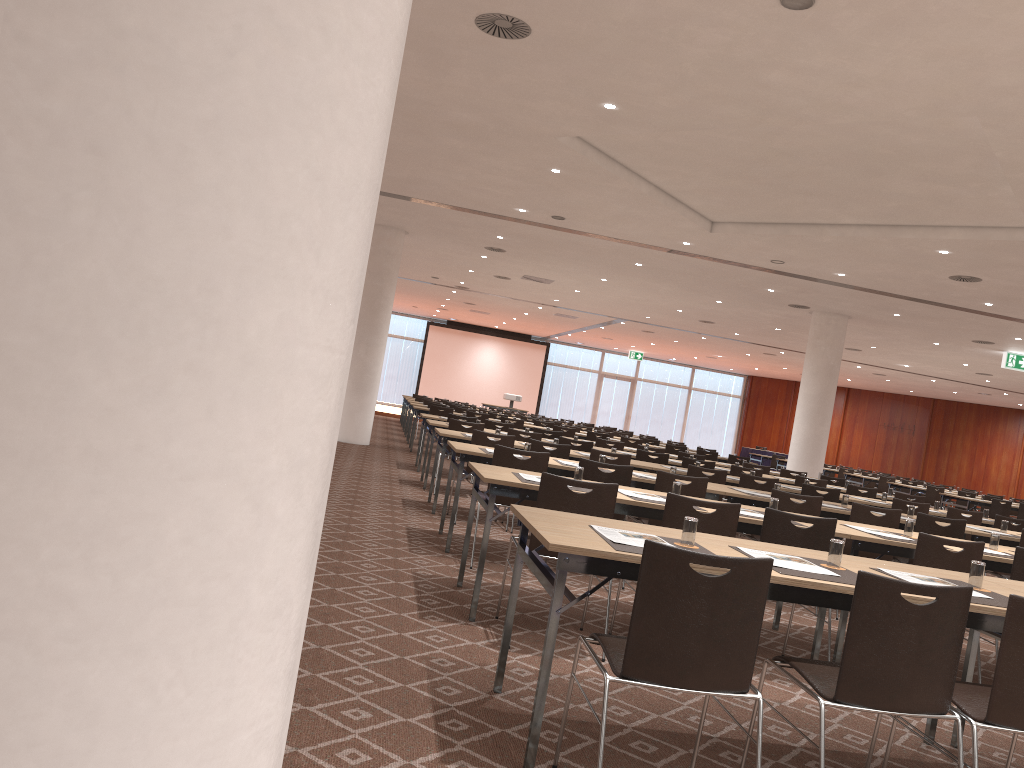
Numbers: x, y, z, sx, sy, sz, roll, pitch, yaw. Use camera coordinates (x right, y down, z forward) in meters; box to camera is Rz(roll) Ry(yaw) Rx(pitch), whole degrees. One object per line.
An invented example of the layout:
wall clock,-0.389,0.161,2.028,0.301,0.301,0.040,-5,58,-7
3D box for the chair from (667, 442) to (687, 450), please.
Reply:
chair,3.424,1.727,19.109,0.536,0.939,0.613,10,0,-9

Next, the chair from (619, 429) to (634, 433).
chair,3.118,1.769,25.127,0.536,0.939,0.613,10,0,-8

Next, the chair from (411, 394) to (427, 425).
chair,-2.795,0.784,26.273,0.536,0.939,0.613,10,0,-6

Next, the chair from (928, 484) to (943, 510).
chair,10.365,2.950,22.076,0.536,0.939,0.613,10,0,-10

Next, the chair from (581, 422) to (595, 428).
chair,2.194,1.642,27.055,0.536,0.939,0.613,10,0,-9

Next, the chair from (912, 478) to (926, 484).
chair,11.990,3.295,26.501,0.536,0.939,0.613,10,0,-6

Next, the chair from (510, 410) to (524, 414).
chair,0.041,1.271,26.658,0.536,0.939,0.613,10,0,-9

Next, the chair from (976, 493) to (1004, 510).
chair,11.985,3.229,22.316,0.536,0.939,0.613,10,0,-6

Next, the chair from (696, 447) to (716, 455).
chair,4.081,1.840,19.171,0.536,0.939,0.613,10,0,-6

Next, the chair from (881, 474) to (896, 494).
chair,10.076,2.933,24.137,0.536,0.939,0.613,10,0,-11

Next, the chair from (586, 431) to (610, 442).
chair,1.525,1.370,16.848,0.536,0.939,0.613,10,0,-9

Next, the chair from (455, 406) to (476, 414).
chair,-1.046,0.958,18.411,0.536,0.939,0.613,10,0,-6

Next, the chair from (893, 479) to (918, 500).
chair,9.728,2.842,22.064,0.536,0.939,0.613,10,0,-11

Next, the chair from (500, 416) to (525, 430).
chair,-0.080,1.093,16.533,0.536,0.939,0.613,10,0,-8

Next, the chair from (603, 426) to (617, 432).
chair,2.888,1.760,27.080,0.536,0.939,0.613,10,0,-6

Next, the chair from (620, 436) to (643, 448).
chair,2.165,1.479,16.865,0.536,0.939,0.613,10,0,-7

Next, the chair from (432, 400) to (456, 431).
chair,-1.840,0.916,24.358,0.536,0.939,0.613,10,0,-9

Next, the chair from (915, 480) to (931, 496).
chair,11.129,3.115,24.353,0.536,0.939,0.613,10,0,-7

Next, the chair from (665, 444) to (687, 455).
chair,3.028,1.628,17.028,0.536,0.939,0.613,10,0,-10

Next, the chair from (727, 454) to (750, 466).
chair,4.295,1.846,17.259,0.536,0.939,0.613,10,0,-6

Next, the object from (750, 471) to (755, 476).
object,2.694,1.031,9.948,0.054,0.114,0.054,10,0,-20

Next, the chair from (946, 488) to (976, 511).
chair,12.398,3.331,24.398,0.536,0.939,0.613,10,0,-7

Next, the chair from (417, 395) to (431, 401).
chair,-2.482,0.807,24.341,0.536,0.939,0.613,10,0,-11

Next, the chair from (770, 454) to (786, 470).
chair,8.242,2.680,27.826,0.536,0.939,0.613,10,0,-6

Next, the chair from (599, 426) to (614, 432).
chair,2.547,1.670,25.008,0.536,0.939,0.613,10,0,-8

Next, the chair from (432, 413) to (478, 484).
chair,-0.807,0.914,12.923,0.536,0.939,0.613,10,0,-9

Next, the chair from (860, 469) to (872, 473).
chair,11.147,3.180,28.338,0.536,0.939,0.613,10,0,-11

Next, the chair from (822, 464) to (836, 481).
chair,9.188,2.813,26.086,0.536,0.939,0.613,10,0,-7

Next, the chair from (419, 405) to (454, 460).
chair,-1.371,0.872,16.377,0.536,0.939,0.613,10,0,-7

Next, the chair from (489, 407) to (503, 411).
chair,-0.564,1.168,26.604,0.536,0.939,0.613,10,0,-8

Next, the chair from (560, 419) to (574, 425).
chair,1.568,1.533,26.884,0.536,0.939,0.613,10,0,-10

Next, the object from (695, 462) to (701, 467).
object,2.063,0.923,9.861,0.054,0.114,0.054,10,0,-20

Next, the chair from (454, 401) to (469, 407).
chair,-1.596,0.990,26.416,0.536,0.939,0.613,10,0,-10

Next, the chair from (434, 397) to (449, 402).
chair,-2.172,0.892,26.408,0.536,0.939,0.613,10,0,-7

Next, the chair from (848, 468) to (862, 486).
chair,9.915,2.936,26.052,0.536,0.939,0.613,10,0,-10

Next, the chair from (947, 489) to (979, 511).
chair,11.365,3.124,22.306,0.536,0.939,0.613,10,0,-6

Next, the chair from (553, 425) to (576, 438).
chair,0.887,1.260,16.711,0.536,0.939,0.613,10,0,-7

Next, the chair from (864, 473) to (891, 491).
chair,10.848,3.098,26.272,0.536,0.939,0.613,10,0,-10

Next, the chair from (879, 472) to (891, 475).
chair,11.751,3.283,28.346,0.536,0.939,0.613,10,0,-9

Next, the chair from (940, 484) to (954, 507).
chair,11.779,3.226,24.389,0.536,0.939,0.613,10,0,-10

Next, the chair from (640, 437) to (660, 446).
chair,2.836,1.626,18.986,0.536,0.939,0.613,10,0,-10

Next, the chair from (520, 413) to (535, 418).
chair,0.337,1.291,24.716,0.536,0.939,0.613,10,0,-5

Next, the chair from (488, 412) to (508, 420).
chair,-0.386,1.073,18.587,0.536,0.939,0.613,10,0,-7

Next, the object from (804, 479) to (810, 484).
object,3.334,1.141,10.040,0.054,0.114,0.054,9,0,25

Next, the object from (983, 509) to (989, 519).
object,5.546,1.521,10.378,0.054,0.114,0.054,10,0,-20

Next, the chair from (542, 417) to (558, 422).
chair,0.976,1.400,24.775,0.536,0.939,0.613,10,0,-6

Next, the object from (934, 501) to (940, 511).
object,4.921,1.414,10.274,0.054,0.114,0.054,10,-1,-42

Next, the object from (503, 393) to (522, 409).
object,-0.002,0.591,30.443,0.576,0.472,0.614,10,-1,-8

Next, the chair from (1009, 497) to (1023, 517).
chair,12.658,3.347,22.557,0.536,0.939,0.613,10,0,-10

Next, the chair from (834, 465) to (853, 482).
chair,10.457,3.061,28.154,0.536,0.939,0.613,10,0,-11

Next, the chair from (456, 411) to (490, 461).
chair,-0.727,0.983,16.515,0.536,0.939,0.613,10,0,-8

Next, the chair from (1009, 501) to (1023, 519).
chair,11.647,3.139,20.244,0.536,0.939,0.613,10,0,-9

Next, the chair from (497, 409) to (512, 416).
chair,-0.300,1.182,24.664,0.536,0.939,0.613,10,0,-6

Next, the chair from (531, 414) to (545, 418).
chair,0.687,1.383,26.831,0.536,0.939,0.613,10,0,-6

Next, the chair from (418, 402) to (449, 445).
chair,-1.603,0.863,18.364,0.536,0.939,0.613,10,0,-8

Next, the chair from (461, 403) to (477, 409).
chair,-1.278,1.013,24.476,0.536,0.939,0.613,10,0,-6

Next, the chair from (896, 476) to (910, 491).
chair,11.418,3.194,26.275,0.536,0.939,0.613,10,0,-9

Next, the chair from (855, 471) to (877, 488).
chair,9.507,2.834,23.970,0.536,0.939,0.613,10,0,-7

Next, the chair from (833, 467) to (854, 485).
chair,8.908,2.734,24.024,0.536,0.939,0.613,10,0,-9

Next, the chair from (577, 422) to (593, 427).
chair,1.951,1.569,24.997,0.536,0.939,0.613,10,0,-6
